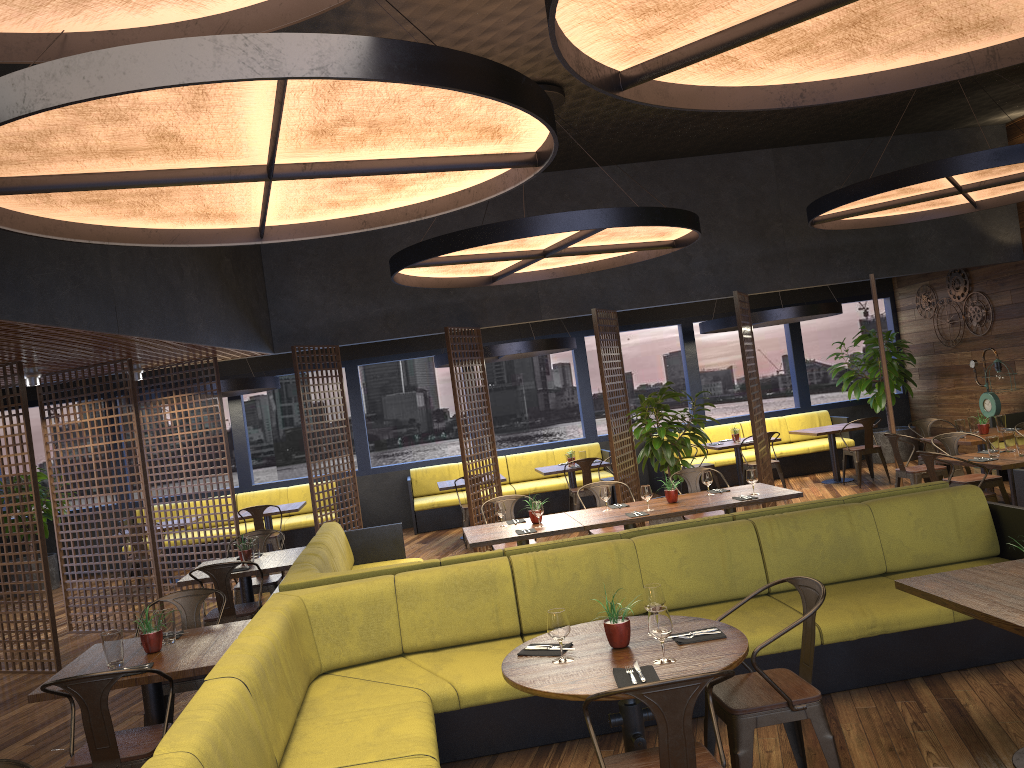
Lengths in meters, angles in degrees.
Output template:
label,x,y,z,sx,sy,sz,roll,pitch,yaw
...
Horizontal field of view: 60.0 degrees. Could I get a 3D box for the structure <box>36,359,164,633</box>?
label,x,y,z,sx,sy,sz,roll,pitch,yaw
structure,-4.193,1.174,9.008,1.319,2.700,0.050,-8,-1,23

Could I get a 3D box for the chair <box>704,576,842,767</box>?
label,x,y,z,sx,sy,sz,roll,pitch,yaw
chair,1.083,1.314,3.716,0.541,0.917,0.504,-8,-1,-6

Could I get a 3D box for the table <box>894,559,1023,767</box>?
label,x,y,z,sx,sy,sz,roll,pitch,yaw
table,2.328,1.227,3.746,0.887,0.763,0.906,-8,-1,-7

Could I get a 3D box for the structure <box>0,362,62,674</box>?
label,x,y,z,sx,sy,sz,roll,pitch,yaw
structure,-4.668,1.227,7.903,1.319,2.700,0.050,-8,-1,23

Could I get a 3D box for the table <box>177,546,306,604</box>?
label,x,y,z,sx,sy,sz,roll,pitch,yaw
table,-2.154,1.862,7.348,0.887,0.763,0.906,-8,-1,-7

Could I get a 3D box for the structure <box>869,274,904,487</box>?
label,x,y,z,sx,sy,sz,roll,pitch,yaw
structure,4.626,0.010,10.938,0.050,2.700,0.852,-8,-1,23

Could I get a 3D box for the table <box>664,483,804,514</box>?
label,x,y,z,sx,sy,sz,roll,pitch,yaw
table,1.899,1.320,7.524,0.906,0.763,0.887,-8,-1,-7

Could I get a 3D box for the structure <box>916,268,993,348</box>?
label,x,y,z,sx,sy,sz,roll,pitch,yaw
structure,6.537,-1.135,13.226,0.058,1.178,1.791,-8,-1,-7

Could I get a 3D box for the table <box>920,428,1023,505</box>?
label,x,y,z,sx,sy,sz,roll,pitch,yaw
table,5.061,0.914,9.437,0.887,0.763,0.906,-8,-1,-7

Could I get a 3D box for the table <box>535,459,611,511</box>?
label,x,y,z,sx,sy,sz,roll,pitch,yaw
table,0.866,1.503,12.207,0.906,0.763,0.887,-8,-1,-7

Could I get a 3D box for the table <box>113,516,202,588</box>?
label,x,y,z,sx,sy,sz,roll,pitch,yaw
table,-4.550,2.223,11.569,0.887,0.763,0.906,-8,-1,-7

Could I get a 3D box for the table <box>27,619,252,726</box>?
label,x,y,z,sx,sy,sz,roll,pitch,yaw
table,-1.844,1.795,4.666,0.887,0.763,0.906,-8,-1,-7

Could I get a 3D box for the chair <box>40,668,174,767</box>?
label,x,y,z,sx,sy,sz,roll,pitch,yaw
chair,-1.790,1.702,4.047,0.504,0.917,0.541,-8,-1,-6

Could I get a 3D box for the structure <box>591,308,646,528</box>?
label,x,y,z,sx,sy,sz,roll,pitch,yaw
structure,1.278,0.455,10.546,0.050,2.700,0.852,-8,-1,23

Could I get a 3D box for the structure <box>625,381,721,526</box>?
label,x,y,z,sx,sy,sz,roll,pitch,yaw
structure,1.764,0.858,9.936,1.166,1.763,0.993,-7,-1,-36

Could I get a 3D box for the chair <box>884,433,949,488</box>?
label,x,y,z,sx,sy,sz,roll,pitch,yaw
chair,4.286,0.937,9.368,0.541,0.917,0.504,-8,-1,-6

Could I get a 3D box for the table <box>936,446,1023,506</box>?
label,x,y,z,sx,sy,sz,roll,pitch,yaw
table,4.386,0.988,7.658,0.887,0.763,0.906,-8,-1,-7

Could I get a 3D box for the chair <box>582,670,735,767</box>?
label,x,y,z,sx,sy,sz,roll,pitch,yaw
chair,0.534,1.381,3.028,0.504,0.917,0.541,-8,-1,-6

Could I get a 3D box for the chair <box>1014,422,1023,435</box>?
label,x,y,z,sx,sy,sz,roll,pitch,yaw
chair,5.162,0.811,8.439,0.504,0.917,0.541,-8,-1,-6

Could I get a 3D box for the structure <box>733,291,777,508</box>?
label,x,y,z,sx,sy,sz,roll,pitch,yaw
structure,2.952,0.232,10.742,0.050,2.700,0.852,-8,-1,23

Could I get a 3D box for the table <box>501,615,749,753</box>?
label,x,y,z,sx,sy,sz,roll,pitch,yaw
table,0.506,1.470,3.644,1.007,0.760,1.007,-8,-1,31

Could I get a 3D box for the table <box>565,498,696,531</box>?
label,x,y,z,sx,sy,sz,roll,pitch,yaw
table,1.009,1.438,7.415,0.906,0.763,0.887,-8,-1,-7

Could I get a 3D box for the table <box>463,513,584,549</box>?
label,x,y,z,sx,sy,sz,roll,pitch,yaw
table,0.116,1.557,7.310,0.906,0.763,0.887,-8,-1,-7

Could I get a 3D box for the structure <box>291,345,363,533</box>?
label,x,y,z,sx,sy,sz,roll,pitch,yaw
structure,-2.070,0.900,10.154,0.050,2.700,0.852,-8,-1,23

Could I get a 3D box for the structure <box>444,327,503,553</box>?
label,x,y,z,sx,sy,sz,roll,pitch,yaw
structure,-0.396,0.678,10.350,0.050,2.700,0.852,-8,-1,23

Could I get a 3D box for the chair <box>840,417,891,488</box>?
label,x,y,z,sx,sy,sz,roll,pitch,yaw
chair,4.739,0.901,11.955,0.504,0.917,0.541,-8,-1,-6

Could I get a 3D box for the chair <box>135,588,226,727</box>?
label,x,y,z,sx,sy,sz,roll,pitch,yaw
chair,-1.931,1.733,5.285,0.504,0.917,0.541,-8,-1,-6

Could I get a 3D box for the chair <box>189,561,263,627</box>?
label,x,y,z,sx,sy,sz,roll,pitch,yaw
chair,-2.118,1.772,6.734,0.504,0.917,0.541,-8,-1,-6

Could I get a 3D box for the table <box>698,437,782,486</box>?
label,x,y,z,sx,sy,sz,roll,pitch,yaw
table,3.230,1.189,12.484,0.906,0.763,0.887,-8,-1,-7

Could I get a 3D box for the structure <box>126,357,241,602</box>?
label,x,y,z,sx,sy,sz,roll,pitch,yaw
structure,-3.718,1.121,10.113,1.319,2.700,0.050,-8,-1,23

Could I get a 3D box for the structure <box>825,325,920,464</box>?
label,x,y,z,sx,sy,sz,roll,pitch,yaw
structure,5.814,0.139,13.961,1.493,2.184,1.272,-8,-1,-7

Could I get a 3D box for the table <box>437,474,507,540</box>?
label,x,y,z,sx,sy,sz,roll,pitch,yaw
table,-0.513,1.686,12.042,0.887,0.763,0.906,-8,-1,-7

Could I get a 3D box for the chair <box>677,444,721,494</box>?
label,x,y,z,sx,sy,sz,roll,pitch,yaw
chair,2.578,1.196,12.455,0.541,0.917,0.504,-8,-1,-6

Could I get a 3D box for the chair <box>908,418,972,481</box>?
label,x,y,z,sx,sy,sz,roll,pitch,yaw
chair,4.919,0.860,10.194,0.504,0.917,0.541,-8,-1,-6

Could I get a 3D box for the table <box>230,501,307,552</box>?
label,x,y,z,sx,sy,sz,roll,pitch,yaw
table,-3.171,2.040,11.730,0.887,0.763,0.906,-8,-1,-7

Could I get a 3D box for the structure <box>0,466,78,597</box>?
label,x,y,z,sx,sy,sz,roll,pitch,yaw
structure,-6.756,2.025,12.566,1.166,1.763,0.993,-7,-1,-36

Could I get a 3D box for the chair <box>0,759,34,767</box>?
label,x,y,z,sx,sy,sz,roll,pitch,yaw
chair,-1.641,1.668,2.602,0.504,0.917,0.541,-8,-1,-6

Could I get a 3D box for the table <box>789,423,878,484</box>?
label,x,y,z,sx,sy,sz,roll,pitch,yaw
table,4.607,1.005,12.641,0.887,0.763,0.906,-8,-1,-7

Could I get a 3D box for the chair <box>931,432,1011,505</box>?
label,x,y,z,sx,sy,sz,roll,pitch,yaw
chair,4.307,0.925,8.339,0.504,0.917,0.541,-8,-1,-6

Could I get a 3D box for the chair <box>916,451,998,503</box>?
label,x,y,z,sx,sy,sz,roll,pitch,yaw
chair,3.790,0.986,7.516,0.541,0.917,0.504,-8,-1,-6

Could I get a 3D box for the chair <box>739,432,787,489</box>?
label,x,y,z,sx,sy,sz,roll,pitch,yaw
chair,3.331,1.088,11.791,0.504,0.917,0.541,-8,-1,-6
